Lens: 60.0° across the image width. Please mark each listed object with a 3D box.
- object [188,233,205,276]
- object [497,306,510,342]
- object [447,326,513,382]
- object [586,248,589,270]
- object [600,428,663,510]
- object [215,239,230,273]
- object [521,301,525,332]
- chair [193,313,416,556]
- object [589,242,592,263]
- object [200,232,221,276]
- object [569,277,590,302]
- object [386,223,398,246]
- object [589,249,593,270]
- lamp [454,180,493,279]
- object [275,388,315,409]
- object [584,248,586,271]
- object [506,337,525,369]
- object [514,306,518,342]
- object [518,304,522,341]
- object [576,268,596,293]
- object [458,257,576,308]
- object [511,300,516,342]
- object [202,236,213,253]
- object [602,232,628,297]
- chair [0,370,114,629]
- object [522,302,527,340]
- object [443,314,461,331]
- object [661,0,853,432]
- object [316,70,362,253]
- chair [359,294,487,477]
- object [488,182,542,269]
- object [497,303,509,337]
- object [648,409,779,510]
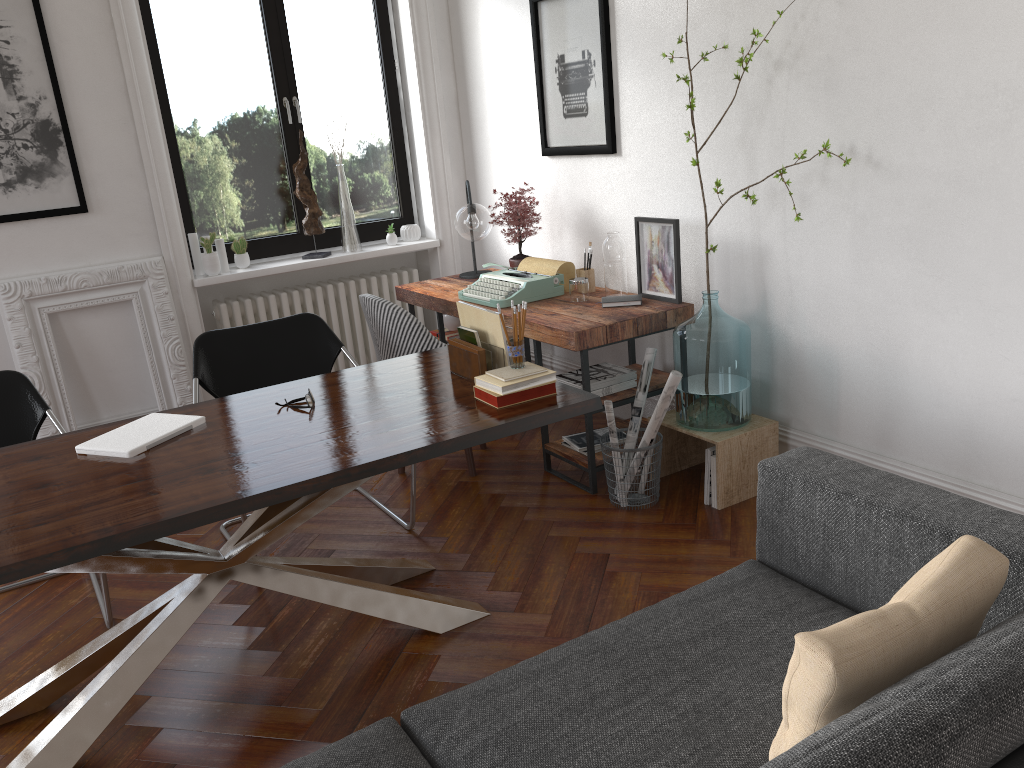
[{"bbox_3d":[-1.817,-0.746,5.103,0.051,0.239,0.050,-4,18,5],"label":"object"},{"bbox_3d":[-0.016,-0.156,2.819,0.049,0.194,0.008,-14,19,-24],"label":"object"},{"bbox_3d":[-0.106,-0.115,3.089,0.149,0.167,0.227,-15,19,-28],"label":"object"},{"bbox_3d":[0.374,-0.566,4.395,0.054,0.208,0.008,-21,23,-40],"label":"object"},{"bbox_3d":[0.512,0.371,3.750,0.260,0.307,0.259,2,19,24],"label":"object"},{"bbox_3d":[-1.680,-0.744,5.137,0.051,0.189,0.050,-4,18,5],"label":"object"},{"bbox_3d":[0.030,-0.169,2.844,0.038,0.196,0.008,-6,18,-3],"label":"object"},{"bbox_3d":[-0.871,0.219,3.638,0.751,0.878,0.743,-15,19,-28],"label":"chair"},{"bbox_3d":[0.385,-0.581,4.381,0.028,0.240,0.023,-16,21,-31],"label":"object"},{"bbox_3d":[-1.718,-0.739,5.039,0.098,0.246,0.102,8,22,36],"label":"object"},{"bbox_3d":[0.319,-0.448,4.204,0.093,0.102,0.093,-18,21,-36],"label":"object"},{"bbox_3d":[-0.766,-0.949,5.625,0.072,0.135,0.071,-7,17,-4],"label":"object"},{"bbox_3d":[0.383,-0.562,4.373,0.054,0.208,0.008,10,23,41],"label":"object"},{"bbox_3d":[-0.222,-0.861,4.976,0.207,0.553,0.439,-7,17,-6],"label":"lamp"},{"bbox_3d":[-0.704,0.046,2.958,0.132,0.047,0.114,2,18,22],"label":"object"},{"bbox_3d":[0.361,-0.565,4.392,0.008,0.208,0.054,3,19,24],"label":"object"},{"bbox_3d":[0.014,-0.098,2.851,0.058,0.091,0.058,-21,23,-40],"label":"object"},{"bbox_3d":[0.014,-0.155,2.805,0.008,0.194,0.049,-7,18,-6],"label":"object"},{"bbox_3d":[0.026,-0.160,2.811,0.008,0.196,0.036,-11,18,-17],"label":"object"},{"bbox_3d":[0.365,-0.513,4.389,0.058,0.114,0.075,-15,20,-28],"label":"object"},{"bbox_3d":[-0.006,-0.530,4.486,0.483,0.150,0.533,-15,19,-30],"label":"object"},{"bbox_3d":[0.007,-0.172,2.856,0.008,0.197,0.032,-1,18,14],"label":"object"},{"bbox_3d":[-1.749,-0.745,5.122,0.051,0.214,0.050,-4,18,5],"label":"object"},{"bbox_3d":[0.484,-0.560,4.174,0.111,0.304,0.111,-3,18,7],"label":"object"},{"bbox_3d":[-1.872,0.480,3.085,0.751,0.878,0.743,-15,19,-28],"label":"chair"},{"bbox_3d":[0.035,-0.166,2.834,0.044,0.195,0.008,-5,18,1],"label":"object"},{"bbox_3d":[-0.337,-0.363,5.079,0.173,0.110,0.172,-4,17,7],"label":"object"},{"bbox_3d":[0.909,-0.811,3.372,0.806,2.071,0.352,9,23,39],"label":"object"},{"bbox_3d":[-0.990,-1.330,5.367,0.295,1.060,0.288,-14,19,-25],"label":"object"},{"bbox_3d":[-0.401,-0.033,4.305,0.546,0.905,0.714,-18,21,-35],"label":"chair"},{"bbox_3d":[0.028,-0.833,4.833,0.290,0.532,0.306,-1,18,15],"label":"object"},{"bbox_3d":[-0.018,-0.163,2.844,0.049,0.194,0.008,4,20,28],"label":"object"},{"bbox_3d":[0.867,0.302,3.837,0.340,0.318,0.433,-15,19,-28],"label":"object"}]
